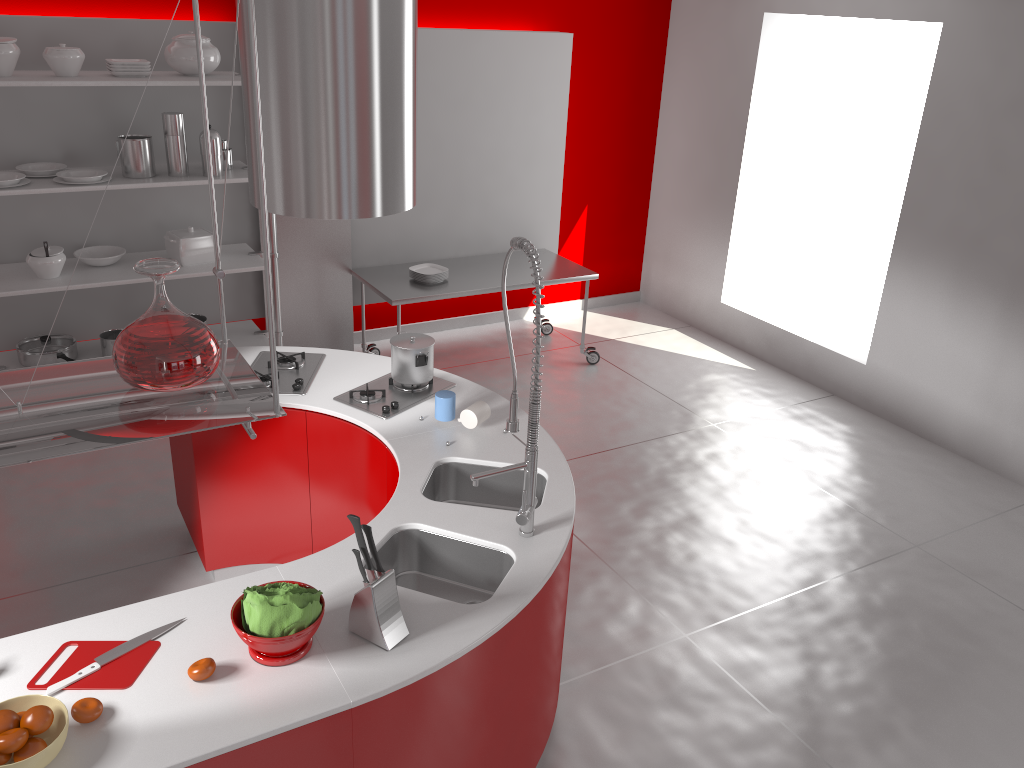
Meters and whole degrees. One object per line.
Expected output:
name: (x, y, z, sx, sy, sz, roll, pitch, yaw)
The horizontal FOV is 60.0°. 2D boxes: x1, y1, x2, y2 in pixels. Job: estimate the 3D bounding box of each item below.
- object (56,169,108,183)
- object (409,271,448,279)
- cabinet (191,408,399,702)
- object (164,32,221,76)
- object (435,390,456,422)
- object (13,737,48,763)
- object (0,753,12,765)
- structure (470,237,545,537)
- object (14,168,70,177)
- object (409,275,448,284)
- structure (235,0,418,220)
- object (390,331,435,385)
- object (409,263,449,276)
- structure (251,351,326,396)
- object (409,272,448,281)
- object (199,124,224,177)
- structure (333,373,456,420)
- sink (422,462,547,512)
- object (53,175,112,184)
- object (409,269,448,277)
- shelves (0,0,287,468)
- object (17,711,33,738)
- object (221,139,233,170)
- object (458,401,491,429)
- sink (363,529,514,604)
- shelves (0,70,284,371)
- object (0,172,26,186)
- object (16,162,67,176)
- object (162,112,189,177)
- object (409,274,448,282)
object: (-2.234, -1.077, 4.614, 0.244, 0.042, 0.244, 24, 31, 39)
object: (-0.549, -0.729, 5.842, 0.228, 0.020, 0.228, 22, 30, 37)
cabinet: (-1.005, 0.821, 2.882, 1.025, 0.761, 1.875, 9, 24, 13)
object: (-1.727, -1.785, 4.792, 0.287, 0.222, 0.287, 8, 24, 12)
object: (-0.273, 0.081, 3.465, 0.109, 0.100, 0.080, 17, 27, 29)
object: (-1.023, 0.779, 1.884, 0.063, 0.045, 0.066, 17, 27, 29)
object: (-1.086, 0.774, 1.869, 0.055, 0.058, 0.066, -8, 26, -23)
structure: (0.007, 0.037, 2.628, 0.178, 0.920, 0.308, 8, 24, 11)
object: (-2.500, -1.123, 4.723, 0.280, 0.015, 0.280, 5, 24, 5)
object: (-0.550, -0.701, 5.854, 0.228, 0.020, 0.228, 22, 30, 37)
structure: (-0.678, -1.158, 3.316, 0.644, 0.958, 0.644, 14, 26, 23)
object: (-0.420, -0.114, 3.743, 0.218, 0.185, 0.189, 12, 25, 19)
object: (-0.548, -0.748, 5.834, 0.228, 0.020, 0.228, 22, 30, 37)
structure: (-0.997, -0.066, 3.842, 0.303, 0.037, 0.457, 2, 24, -1)
object: (-0.549, -0.720, 5.846, 0.228, 0.020, 0.228, 22, 30, 37)
object: (-1.649, -1.282, 4.861, 0.115, 0.274, 0.115, -15, 29, -35)
structure: (-0.485, 0.017, 3.714, 0.303, 0.037, 0.457, 18, 28, 31)
sink: (-0.096, 0.439, 3.111, 0.428, 0.172, 0.326, 6, 24, 7)
object: (-2.235, -1.064, 4.620, 0.280, 0.015, 0.280, 2, 24, -2)
object: (-0.548, -0.738, 5.838, 0.228, 0.020, 0.228, 22, 30, 37)
shelves: (-0.953, -0.370, 1.574, 0.934, 1.023, 0.462, -11, 27, -28)
object: (-1.070, 0.748, 1.935, 0.065, 0.056, 0.059, -13, 28, -32)
object: (-1.666, -1.313, 5.075, 0.127, 0.157, 0.127, -6, 25, -19)
object: (-0.153, 0.115, 3.426, 0.109, 0.080, 0.100, 15, 27, 26)
sink: (-0.221, 0.622, 2.678, 0.428, 0.172, 0.326, 11, 25, 18)
shelves: (-2.156, -1.011, 4.854, 1.735, 2.599, 0.535, -11, 27, -28)
object: (-2.570, -1.019, 4.444, 0.244, 0.042, 0.244, 24, 31, 39)
object: (-2.500, -1.136, 4.718, 0.244, 0.042, 0.244, -15, 30, -36)
object: (-1.822, -1.297, 4.806, 0.109, 0.329, 0.110, -12, 28, -30)
object: (-0.550, -0.711, 5.850, 0.228, 0.020, 0.228, 22, 30, 37)
